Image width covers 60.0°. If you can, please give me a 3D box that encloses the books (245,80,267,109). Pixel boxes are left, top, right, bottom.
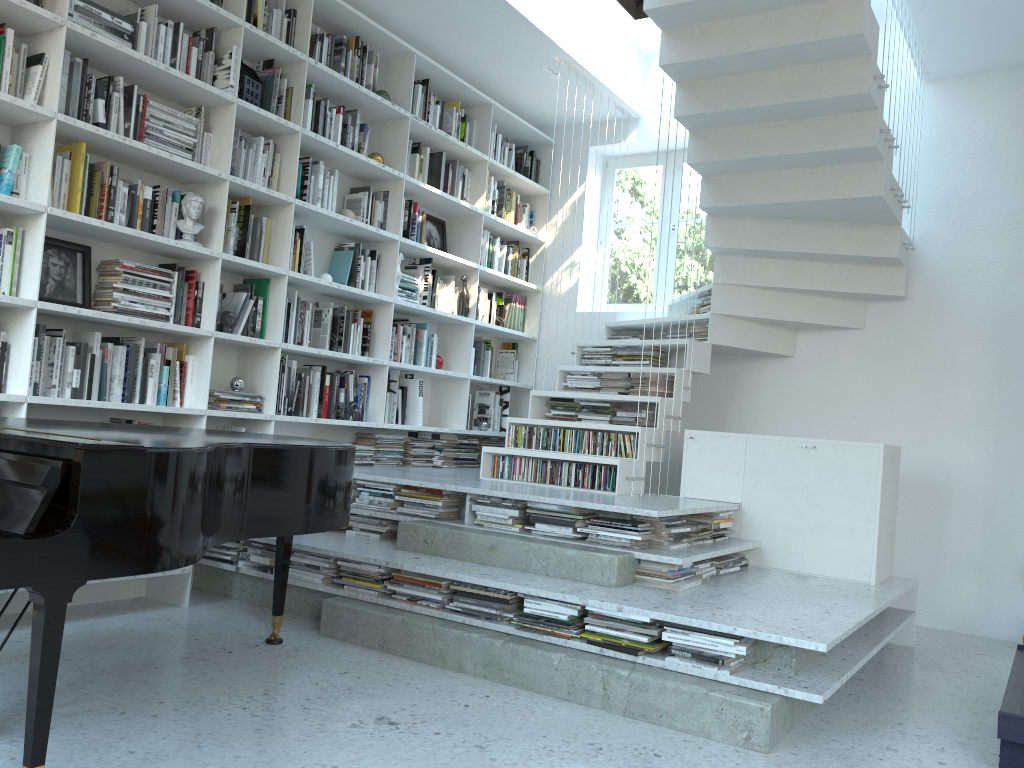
[{"bbox_3d":[-1.316,-1.435,4.516,0.156,0.213,0.019,3,-3,32],"label":"books"}]

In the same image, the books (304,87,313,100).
[{"bbox_3d":[-1.149,-1.442,4.765,0.173,0.283,0.011,3,-3,32],"label":"books"}]

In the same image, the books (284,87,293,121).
[{"bbox_3d":[-1.225,-1.423,4.604,0.223,0.213,0.008,3,-3,32],"label":"books"}]

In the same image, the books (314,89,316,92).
[{"bbox_3d":[-1.130,-1.444,4.812,0.138,0.296,0.021,3,-3,32],"label":"books"}]

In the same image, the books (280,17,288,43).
[{"bbox_3d":[-1.240,-1.782,4.587,0.181,0.194,0.022,3,-3,32],"label":"books"}]

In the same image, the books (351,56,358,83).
[{"bbox_3d":[-0.954,-1.740,5.013,0.188,0.201,0.018,3,-3,32],"label":"books"}]

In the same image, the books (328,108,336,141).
[{"bbox_3d":[-1.048,-1.401,4.923,0.149,0.236,0.023,3,-3,32],"label":"books"}]

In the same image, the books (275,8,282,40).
[{"bbox_3d":[-1.255,-1.796,4.537,0.169,0.213,0.031,3,-3,32],"label":"books"}]

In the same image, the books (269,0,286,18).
[{"bbox_3d":[-1.240,-1.849,4.613,0.128,0.329,0.012,3,-3,32],"label":"books"}]

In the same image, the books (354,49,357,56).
[{"bbox_3d":[-0.958,-1.764,5.033,0.170,0.251,0.008,3,-3,32],"label":"books"}]

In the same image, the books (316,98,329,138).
[{"bbox_3d":[-1.080,-1.429,4.895,0.154,0.284,0.013,3,-3,32],"label":"books"}]

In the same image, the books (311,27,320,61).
[{"bbox_3d":[-1.112,-1.787,4.780,0.173,0.244,0.009,3,-3,32],"label":"books"}]

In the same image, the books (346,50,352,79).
[{"bbox_3d":[-0.974,-1.757,4.999,0.160,0.231,0.018,3,-3,32],"label":"books"}]

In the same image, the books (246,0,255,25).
[{"bbox_3d":[-1.344,-1.821,4.393,0.171,0.233,0.015,3,-3,32],"label":"books"}]

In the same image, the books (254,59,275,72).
[{"bbox_3d":[-1.291,-1.494,4.543,0.142,0.339,0.025,3,-3,32],"label":"books"}]

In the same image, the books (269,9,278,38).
[{"bbox_3d":[-1.274,-1.793,4.515,0.180,0.201,0.024,3,-3,32],"label":"books"}]

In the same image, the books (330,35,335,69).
[{"bbox_3d":[-1.053,-1.782,4.894,0.168,0.256,0.021,3,-3,32],"label":"books"}]

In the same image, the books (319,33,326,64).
[{"bbox_3d":[-1.087,-1.776,4.813,0.174,0.229,0.013,3,-3,32],"label":"books"}]

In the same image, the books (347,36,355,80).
[{"bbox_3d":[-0.969,-1.797,5.013,0.179,0.312,0.006,3,-3,32],"label":"books"}]

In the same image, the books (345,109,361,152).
[{"bbox_3d":[-0.951,-1.411,5.051,0.183,0.285,0.029,3,-3,32],"label":"books"}]

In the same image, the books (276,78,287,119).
[{"bbox_3d":[-1.240,-1.443,4.578,0.186,0.248,0.013,3,-3,32],"label":"books"}]

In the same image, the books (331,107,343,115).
[{"bbox_3d":[-1.021,-1.411,4.966,0.156,0.264,0.012,3,-3,32],"label":"books"}]

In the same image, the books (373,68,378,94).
[{"bbox_3d":[-0.863,-1.727,5.178,0.188,0.208,0.014,3,-3,32],"label":"books"}]

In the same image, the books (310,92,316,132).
[{"bbox_3d":[-1.131,-1.432,4.782,0.166,0.268,0.010,3,-3,32],"label":"books"}]

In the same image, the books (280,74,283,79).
[{"bbox_3d":[-1.255,-1.464,4.618,0.130,0.292,0.005,3,-3,32],"label":"books"}]

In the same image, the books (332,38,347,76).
[{"bbox_3d":[-1.004,-1.777,4.929,0.184,0.258,0.028,3,-3,32],"label":"books"}]

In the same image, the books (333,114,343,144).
[{"bbox_3d":[-1.025,-1.385,4.933,0.180,0.209,0.021,3,-3,32],"label":"books"}]

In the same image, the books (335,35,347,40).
[{"bbox_3d":[-1.009,-1.793,4.964,0.167,0.292,0.024,3,-3,32],"label":"books"}]

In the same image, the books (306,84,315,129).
[{"bbox_3d":[-1.137,-1.452,4.773,0.152,0.306,0.014,3,-3,32],"label":"books"}]

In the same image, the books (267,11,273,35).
[{"bbox_3d":[-1.286,-1.784,4.495,0.173,0.180,0.022,3,-3,32],"label":"books"}]

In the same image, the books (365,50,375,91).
[{"bbox_3d":[-0.882,-1.775,5.148,0.188,0.297,0.013,3,-3,32],"label":"books"}]

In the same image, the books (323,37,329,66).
[{"bbox_3d":[-1.082,-1.772,4.846,0.163,0.226,0.028,3,-3,32],"label":"books"}]

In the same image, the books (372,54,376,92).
[{"bbox_3d":[-0.872,-1.764,5.153,0.180,0.278,0.008,3,-3,32],"label":"books"}]

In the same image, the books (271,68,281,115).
[{"bbox_3d":[-1.266,-1.467,4.544,0.179,0.288,0.021,3,-3,32],"label":"books"}]

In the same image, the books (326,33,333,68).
[{"bbox_3d":[-1.065,-1.784,4.871,0.161,0.255,0.030,3,-3,32],"label":"books"}]

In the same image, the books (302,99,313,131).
[{"bbox_3d":[-1.148,-1.405,4.739,0.181,0.207,0.026,3,-3,32],"label":"books"}]

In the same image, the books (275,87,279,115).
[{"bbox_3d":[-1.264,-1.449,4.567,0.158,0.255,0.005,3,-3,32],"label":"books"}]

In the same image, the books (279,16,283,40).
[{"bbox_3d":[-1.258,-1.790,4.571,0.162,0.203,0.025,3,-3,32],"label":"books"}]

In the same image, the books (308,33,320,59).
[{"bbox_3d":[-1.123,-1.769,4.752,0.183,0.206,0.046,3,-3,32],"label":"books"}]

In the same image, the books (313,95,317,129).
[{"bbox_3d":[-1.127,-1.433,4.829,0.133,0.276,0.013,3,-3,32],"label":"books"}]

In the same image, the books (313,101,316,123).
[{"bbox_3d":[-1.135,-1.415,4.795,0.165,0.235,0.012,3,-3,32],"label":"books"}]

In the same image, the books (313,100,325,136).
[{"bbox_3d":[-1.098,-1.413,4.832,0.160,0.241,0.027,3,-3,32],"label":"books"}]

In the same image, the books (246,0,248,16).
[{"bbox_3d":[-1.363,-1.837,4.393,0.142,0.262,0.008,3,-3,32],"label":"books"}]

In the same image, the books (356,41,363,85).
[{"bbox_3d":[-0.931,-1.786,5.040,0.183,0.299,0.015,3,-3,32],"label":"books"}]

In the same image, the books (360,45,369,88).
[{"bbox_3d":[-0.910,-1.785,5.100,0.182,0.307,0.008,3,-3,32],"label":"books"}]

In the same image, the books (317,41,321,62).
[{"bbox_3d":[-1.105,-1.754,4.810,0.160,0.183,0.009,3,-3,32],"label":"books"}]

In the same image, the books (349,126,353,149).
[{"bbox_3d":[-0.981,-1.362,5.032,0.176,0.181,0.027,3,-3,32],"label":"books"}]

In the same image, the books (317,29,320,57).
[{"bbox_3d":[-1.115,-1.786,4.793,0.172,0.244,0.011,3,-3,32],"label":"books"}]

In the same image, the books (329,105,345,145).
[{"bbox_3d":[-1.015,-1.419,4.999,0.159,0.285,0.012,3,-3,32],"label":"books"}]

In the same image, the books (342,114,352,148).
[{"bbox_3d":[-0.990,-1.393,5.006,0.185,0.238,0.030,3,-3,32],"label":"books"}]

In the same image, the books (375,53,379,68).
[{"bbox_3d":[-0.855,-1.775,5.189,0.163,0.306,0.006,3,-3,32],"label":"books"}]

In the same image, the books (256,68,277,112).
[{"bbox_3d":[-1.282,-1.462,4.506,0.190,0.272,0.021,3,-3,32],"label":"books"}]

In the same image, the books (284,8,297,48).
[{"bbox_3d":[-1.204,-1.808,4.612,0.186,0.253,0.029,3,-3,32],"label":"books"}]

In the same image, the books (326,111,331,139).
[{"bbox_3d":[-1.071,-1.394,4.909,0.144,0.216,0.025,3,-3,32],"label":"books"}]

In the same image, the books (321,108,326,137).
[{"bbox_3d":[-1.096,-1.401,4.879,0.142,0.223,0.028,3,-3,32],"label":"books"}]

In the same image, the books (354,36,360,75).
[{"bbox_3d":[-0.950,-1.802,5.040,0.183,0.329,0.007,3,-3,32],"label":"books"}]

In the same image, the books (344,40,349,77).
[{"bbox_3d":[-0.995,-1.786,4.999,0.159,0.285,0.007,3,-3,32],"label":"books"}]

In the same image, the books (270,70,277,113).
[{"bbox_3d":[-1.285,-1.461,4.527,0.181,0.271,0.022,3,-3,32],"label":"books"}]
